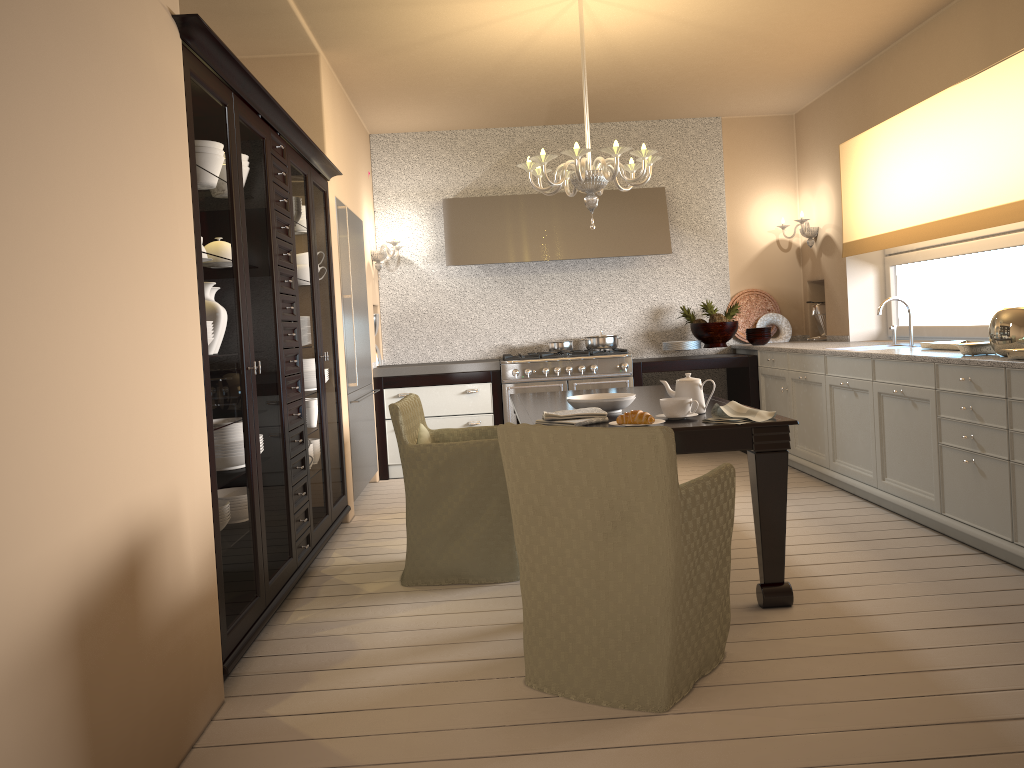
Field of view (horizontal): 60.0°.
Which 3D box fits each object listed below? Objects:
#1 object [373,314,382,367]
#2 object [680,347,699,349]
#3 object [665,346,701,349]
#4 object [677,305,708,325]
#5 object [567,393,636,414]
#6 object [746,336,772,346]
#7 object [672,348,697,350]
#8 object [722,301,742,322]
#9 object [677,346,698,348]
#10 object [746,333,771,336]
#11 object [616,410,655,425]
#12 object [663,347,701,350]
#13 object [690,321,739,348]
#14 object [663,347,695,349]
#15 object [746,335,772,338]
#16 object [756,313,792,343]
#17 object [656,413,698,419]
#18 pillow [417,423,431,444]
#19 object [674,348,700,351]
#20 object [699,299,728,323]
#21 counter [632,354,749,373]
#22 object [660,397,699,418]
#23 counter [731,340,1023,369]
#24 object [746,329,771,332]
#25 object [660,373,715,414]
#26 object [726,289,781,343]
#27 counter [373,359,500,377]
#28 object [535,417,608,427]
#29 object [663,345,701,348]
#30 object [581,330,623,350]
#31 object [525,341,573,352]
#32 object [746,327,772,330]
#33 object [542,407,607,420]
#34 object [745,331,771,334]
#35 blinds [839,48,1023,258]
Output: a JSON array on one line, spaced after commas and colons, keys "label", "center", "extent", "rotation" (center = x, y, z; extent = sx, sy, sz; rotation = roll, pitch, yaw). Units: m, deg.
[{"label": "object", "center": [-1.061, -0.325, 6.639], "extent": [0.155, 0.394, 0.155], "rotation": [-4, 2, -13]}, {"label": "object", "center": [1.239, -0.258, 6.458], "extent": [0.278, 0.011, 0.278], "rotation": [-4, 4, -14]}, {"label": "object", "center": [1.239, -0.263, 6.457], "extent": [0.278, 0.011, 0.278], "rotation": [-4, 4, -14]}, {"label": "object", "center": [1.370, -0.471, 6.682], "extent": [0.278, 0.284, 0.138], "rotation": [-1, 3, 44]}, {"label": "object", "center": [0.366, 0.083, 3.626], "extent": [0.281, 0.066, 0.282], "rotation": [-4, 3, -7]}, {"label": "object", "center": [1.800, -0.310, 6.461], "extent": [0.180, 0.063, 0.180], "rotation": [-5, 4, -24]}, {"label": "object", "center": [1.239, -0.252, 6.457], "extent": [0.278, 0.011, 0.278], "rotation": [-4, 4, -14]}, {"label": "object", "center": [1.616, -0.484, 6.668], "extent": [0.275, 0.284, 0.138], "rotation": [-4, 2, -17]}, {"label": "object", "center": [1.238, -0.266, 6.458], "extent": [0.278, 0.011, 0.278], "rotation": [-4, 4, -14]}, {"label": "object", "center": [1.799, -0.337, 6.461], "extent": [0.180, 0.063, 0.180], "rotation": [-5, 4, -24]}, {"label": "object", "center": [0.428, 0.116, 3.061], "extent": [0.138, 0.051, 0.062], "rotation": [-2, 3, 17]}, {"label": "object", "center": [1.239, -0.255, 6.458], "extent": [0.278, 0.011, 0.278], "rotation": [-4, 4, -14]}, {"label": "object", "center": [1.512, -0.366, 6.606], "extent": [0.351, 0.188, 0.351], "rotation": [-4, 3, -18]}, {"label": "object", "center": [1.239, -0.261, 6.458], "extent": [0.278, 0.011, 0.278], "rotation": [-4, 4, -14]}, {"label": "object", "center": [1.800, -0.323, 6.461], "extent": [0.180, 0.063, 0.180], "rotation": [-5, 4, -24]}, {"label": "object", "center": [2.036, -0.419, 6.894], "extent": [0.282, 0.272, 0.093], "rotation": [-3, 2, 0]}, {"label": "object", "center": [0.603, 0.120, 3.241], "extent": [0.154, 0.012, 0.154], "rotation": [-6, 5, -41]}, {"label": "pillow", "center": [-0.316, 0.318, 3.782], "extent": [0.192, 0.294, 0.441], "rotation": [-3, 3, -2]}, {"label": "object", "center": [1.239, -0.250, 6.458], "extent": [0.278, 0.011, 0.278], "rotation": [-4, 4, -14]}, {"label": "object", "center": [1.486, -0.503, 6.566], "extent": [0.161, 0.278, 0.269], "rotation": [-4, 3, -20]}, {"label": "counter", "center": [1.293, -0.157, 6.592], "extent": [0.765, 0.079, 0.601], "rotation": [-3, 4, -2]}, {"label": "object", "center": [0.605, 0.089, 3.241], "extent": [0.125, 0.069, 0.116], "rotation": [-4, 3, -8]}, {"label": "counter", "center": [2.113, -0.209, 4.882], "extent": [0.652, 0.068, 4.245], "rotation": [-3, 4, -2]}, {"label": "object", "center": [1.798, -0.364, 6.460], "extent": [0.180, 0.064, 0.180], "rotation": [-3, 3, 6]}, {"label": "object", "center": [0.671, 0.036, 3.385], "extent": [0.198, 0.156, 0.118], "rotation": [-3, 2, 4]}, {"label": "object", "center": [1.897, -0.534, 6.960], "extent": [0.431, 0.430, 0.064], "rotation": [-3, 1, -2]}, {"label": "counter", "center": [-0.540, -0.121, 6.535], "extent": [0.896, 0.062, 0.601], "rotation": [-3, 4, -2]}, {"label": "object", "center": [0.221, 0.137, 3.295], "extent": [0.165, 0.026, 0.232], "rotation": [-6, 4, -37]}, {"label": "object", "center": [1.238, -0.269, 6.458], "extent": [0.278, 0.011, 0.278], "rotation": [-4, 4, -14]}, {"label": "object", "center": [0.678, -0.337, 6.689], "extent": [0.266, 0.145, 0.265], "rotation": [-6, 4, -44]}, {"label": "object", "center": [0.300, -0.290, 6.729], "extent": [0.370, 0.090, 0.198], "rotation": [0, 4, 40]}, {"label": "object", "center": [1.800, -0.378, 6.460], "extent": [0.180, 0.065, 0.180], "rotation": [-3, 3, 6]}, {"label": "object", "center": [0.232, 0.120, 3.329], "extent": [0.233, 0.051, 0.165], "rotation": [-3, 3, -2]}, {"label": "object", "center": [1.796, -0.352, 6.460], "extent": [0.180, 0.066, 0.180], "rotation": [-4, 3, -9]}, {"label": "blinds", "center": [2.340, -1.161, 4.380], "extent": [0.022, 0.781, 3.554], "rotation": [-3, 3, -2]}]
